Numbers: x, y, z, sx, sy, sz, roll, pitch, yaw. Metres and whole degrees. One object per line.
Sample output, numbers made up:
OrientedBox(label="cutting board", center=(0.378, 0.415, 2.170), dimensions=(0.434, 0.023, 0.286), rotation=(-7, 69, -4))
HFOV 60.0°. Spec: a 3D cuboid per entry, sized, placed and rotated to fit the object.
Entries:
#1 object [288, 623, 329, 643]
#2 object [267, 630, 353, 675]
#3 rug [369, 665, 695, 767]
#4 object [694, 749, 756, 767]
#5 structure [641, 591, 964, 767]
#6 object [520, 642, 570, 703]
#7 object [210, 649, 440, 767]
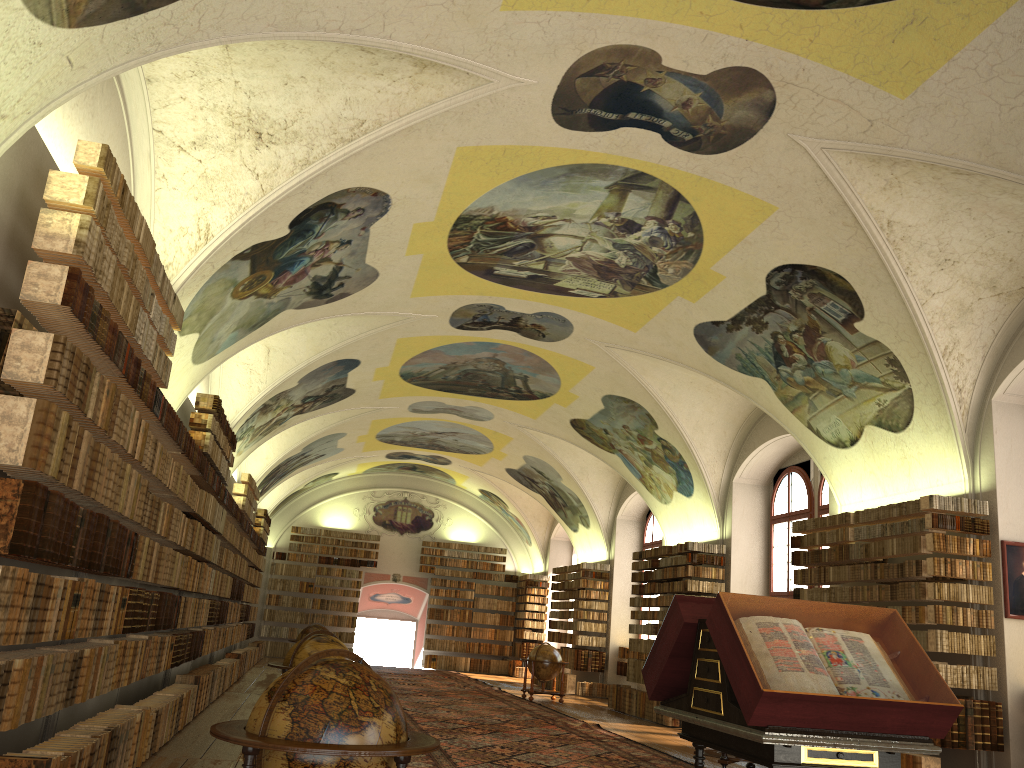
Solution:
OrientedBox(label="object", center=(-4.865, 6.593, 21.722), dimensions=(1.279, 1.441, 1.285), rotation=(-4, -17, 30))
OrientedBox(label="object", center=(-2.507, 3.888, 11.330), dimensions=(1.279, 1.441, 1.285), rotation=(-2, -17, 25))
OrientedBox(label="rug", center=(-0.340, 5.806, 15.005), dimensions=(4.706, 0.064, 37.069), rotation=(8, -16, -11))
OrientedBox(label="object", center=(3.179, 4.688, 12.430), dimensions=(1.280, 1.441, 1.284), rotation=(-8, -20, 40))
OrientedBox(label="structure", center=(1.737, 2.415, 5.732), dimensions=(1.246, 1.971, 1.900), rotation=(8, -15, -11))
OrientedBox(label="object", center=(0.830, 7.390, 22.812), dimensions=(1.279, 1.441, 1.285), rotation=(-4, -17, 30))
OrientedBox(label="object", center=(-1.066, 2.232, 4.964), dimensions=(1.280, 1.441, 1.284), rotation=(-8, -20, 40))
